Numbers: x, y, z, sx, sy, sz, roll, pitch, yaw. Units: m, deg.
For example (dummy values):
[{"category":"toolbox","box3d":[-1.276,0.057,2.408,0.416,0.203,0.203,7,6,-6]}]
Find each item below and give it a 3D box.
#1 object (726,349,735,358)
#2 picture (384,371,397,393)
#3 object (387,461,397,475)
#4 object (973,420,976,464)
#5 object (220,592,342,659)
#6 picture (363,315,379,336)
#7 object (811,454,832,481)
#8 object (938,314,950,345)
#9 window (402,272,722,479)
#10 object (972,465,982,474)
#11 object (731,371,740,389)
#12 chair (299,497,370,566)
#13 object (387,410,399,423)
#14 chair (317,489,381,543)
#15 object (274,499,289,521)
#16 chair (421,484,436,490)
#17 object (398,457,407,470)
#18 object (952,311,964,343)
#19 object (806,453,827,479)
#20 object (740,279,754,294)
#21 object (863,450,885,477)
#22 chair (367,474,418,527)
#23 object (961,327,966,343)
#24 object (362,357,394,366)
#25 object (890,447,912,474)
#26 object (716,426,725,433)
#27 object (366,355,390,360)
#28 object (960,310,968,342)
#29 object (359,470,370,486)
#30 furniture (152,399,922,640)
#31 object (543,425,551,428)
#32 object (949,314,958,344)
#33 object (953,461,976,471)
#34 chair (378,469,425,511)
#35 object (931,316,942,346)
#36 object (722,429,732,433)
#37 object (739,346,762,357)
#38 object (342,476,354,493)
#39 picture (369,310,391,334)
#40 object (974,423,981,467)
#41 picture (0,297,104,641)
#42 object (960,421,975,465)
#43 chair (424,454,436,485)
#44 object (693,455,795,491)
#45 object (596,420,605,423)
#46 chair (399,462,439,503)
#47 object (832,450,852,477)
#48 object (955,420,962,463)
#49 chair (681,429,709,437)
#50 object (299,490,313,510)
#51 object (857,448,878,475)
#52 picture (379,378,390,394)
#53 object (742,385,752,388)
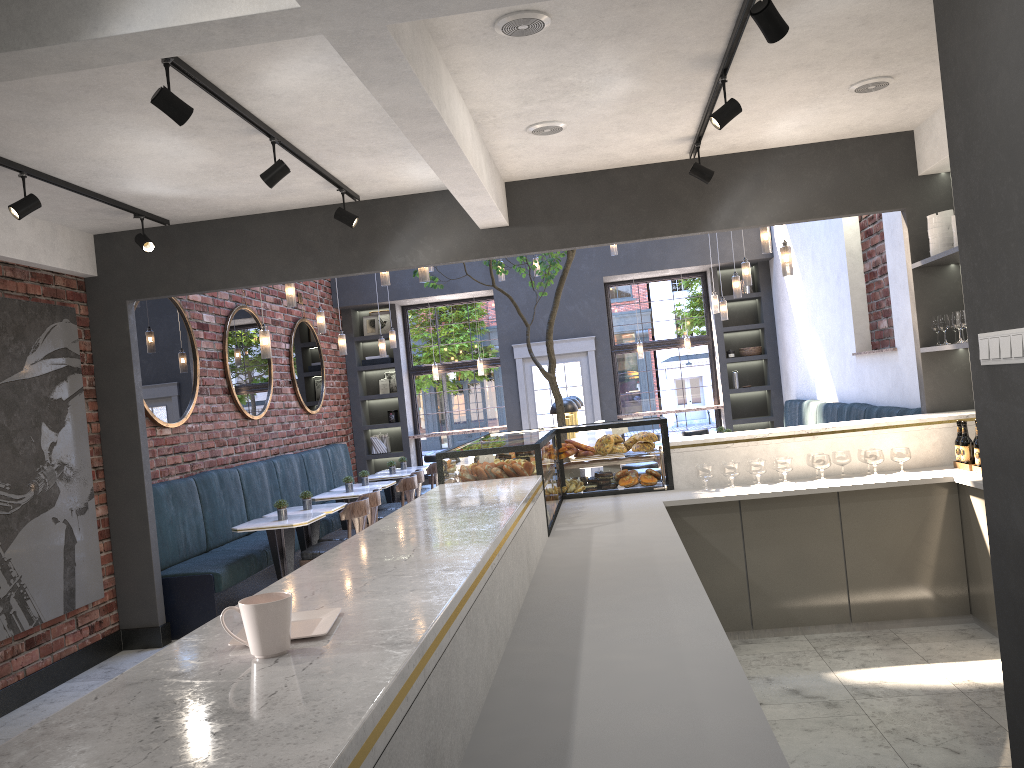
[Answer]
[{"category":"object","box3d":[3.027,-0.417,12.269,0.116,0.119,0.117,-6,0,-18]},{"category":"picture","box3d":[-1.741,-0.024,12.977,0.247,0.326,0.044,-6,0,6]},{"category":"object","box3d":[-1.429,0.992,10.555,0.118,0.165,0.122,-6,0,-16]},{"category":"object","box3d":[2.714,0.345,5.144,0.070,0.279,0.069,-6,0,-32]},{"category":"object","box3d":[-0.420,0.414,1.612,0.176,0.097,0.301,-6,-1,-3]},{"category":"picture","box3d":[-2.062,-0.846,12.961,0.230,0.313,0.061,-6,0,6]},{"category":"object","box3d":[1.830,0.495,5.239,0.114,0.147,0.114,-6,0,11]},{"category":"object","box3d":[2.717,-0.341,5.573,0.070,0.188,0.070,-6,0,-3]},{"category":"window","box3d":[-0.112,-1.500,6.665,6.406,5.364,12.709,-6,-1,6]},{"category":"object","box3d":[2.733,0.462,4.864,0.307,0.038,0.231,-6,-1,6]},{"category":"object","box3d":[3.081,-0.057,12.220,0.098,0.248,0.098,-6,0,-45]},{"category":"chair","box3d":[-1.348,1.347,6.962,0.521,0.851,0.538,-6,0,7]},{"category":"object","box3d":[-1.710,0.468,12.764,0.152,0.181,0.152,-6,-1,44]},{"category":"chair","box3d":[-1.347,1.354,7.544,0.521,0.851,0.538,-6,0,7]},{"category":"object","box3d":[-1.811,0.987,6.975,0.118,0.165,0.122,-6,0,-16]},{"category":"chair","box3d":[-0.907,1.352,11.078,0.521,0.851,0.497,-6,0,5]},{"category":"object","box3d":[-1.367,0.993,11.133,0.118,0.165,0.122,-6,0,-16]},{"category":"object","box3d":[2.692,-0.342,5.338,0.070,0.188,0.070,-6,0,-3]},{"category":"object","box3d":[1.844,0.496,5.369,0.114,0.147,0.114,-6,0,11]},{"category":"object","box3d":[3.234,-1.340,12.277,0.214,0.215,0.213,-6,0,16]},{"category":"object","box3d":[2.128,0.465,5.206,0.114,0.147,0.114,-6,0,11]},{"category":"chair","box3d":[-1.159,1.349,8.732,0.521,0.851,0.538,-6,0,7]},{"category":"object","box3d":[2.826,-0.353,5.561,0.070,0.188,0.070,-6,0,-3]},{"category":"object","box3d":[-1.927,-0.319,12.789,0.412,0.084,0.286,-6,-1,6]},{"category":"object","box3d":[2.278,0.449,5.190,0.114,0.147,0.114,-6,0,11]},{"category":"object","box3d":[2.531,0.591,10.714,0.118,0.165,0.122,-6,0,-16]},{"category":"object","box3d":[-1.936,-0.379,12.801,0.327,0.039,0.227,-6,-1,-4]},{"category":"object","box3d":[2.680,-0.342,5.221,0.070,0.188,0.070,-6,0,20]},{"category":"object","box3d":[-1.556,0.990,9.364,0.118,0.165,0.122,-6,0,-16]},{"category":"furniture","box3d":[0.398,1.044,8.907,6.022,1.151,5.340,-6,-1,6]},{"category":"object","box3d":[0.415,0.534,10.331,0.176,0.098,0.204,-6,-1,11]},{"category":"object","box3d":[2.838,-0.352,5.679,0.070,0.188,0.070,-6,0,-3]},{"category":"object","box3d":[2.762,0.462,5.138,0.307,0.038,0.231,-6,-1,6]},{"category":"chair","box3d":[-1.155,1.357,9.367,0.521,0.851,0.538,-6,0,0]},{"category":"object","box3d":[2.730,-0.341,5.690,0.070,0.188,0.070,-6,0,-3]},{"category":"object","box3d":[2.469,0.590,10.136,0.118,0.165,0.122,-6,0,-16]},{"category":"object","box3d":[3.302,-0.447,12.263,0.305,0.123,0.304,-6,-1,27]},{"category":"object","box3d":[-1.618,0.989,8.786,0.118,0.165,0.122,-6,0,-16]},{"category":"picture","box3d":[-1.897,-0.888,12.978,0.361,0.369,0.055,-6,0,6]},{"category":"object","box3d":[2.618,0.352,4.951,0.070,0.279,0.069,-6,0,-32]},{"category":"picture","box3d":[-3.103,0.476,4.773,0.033,2.027,2.821,-6,-1,6]},{"category":"object","box3d":[2.640,0.353,5.150,0.070,0.279,0.069,-6,0,-17]},{"category":"chair","box3d":[-1.018,1.398,12.476,0.370,0.821,0.372,-6,0,-31]},{"category":"object","box3d":[1.402,0.540,5.380,0.575,0.147,0.256,-6,-1,6]},{"category":"object","box3d":[1.017,0.473,10.299,0.176,0.097,0.301,-6,-1,-3]},{"category":"chair","box3d":[-1.036,1.358,10.509,0.521,0.851,0.538,-6,0,7]},{"category":"object","box3d":[1.993,0.480,5.353,0.114,0.147,0.114,-6,0,11]},{"category":"object","box3d":[2.647,0.353,5.225,0.070,0.279,0.069,-6,0,-32]},{"category":"chair","box3d":[2.528,1.032,12.072,0.371,0.821,0.371,-6,0,-31]},{"category":"object","box3d":[-1.749,0.988,7.553,0.118,0.165,0.122,-6,0,-16]},{"category":"object","box3d":[2.142,0.465,5.337,0.114,0.147,0.114,-6,0,11]},{"category":"picture","box3d":[-1.866,0.038,12.966,0.161,0.227,0.049,-6,0,7]},{"category":"object","box3d":[3.224,0.039,12.179,0.130,0.026,0.130,-6,-1,-11]}]
